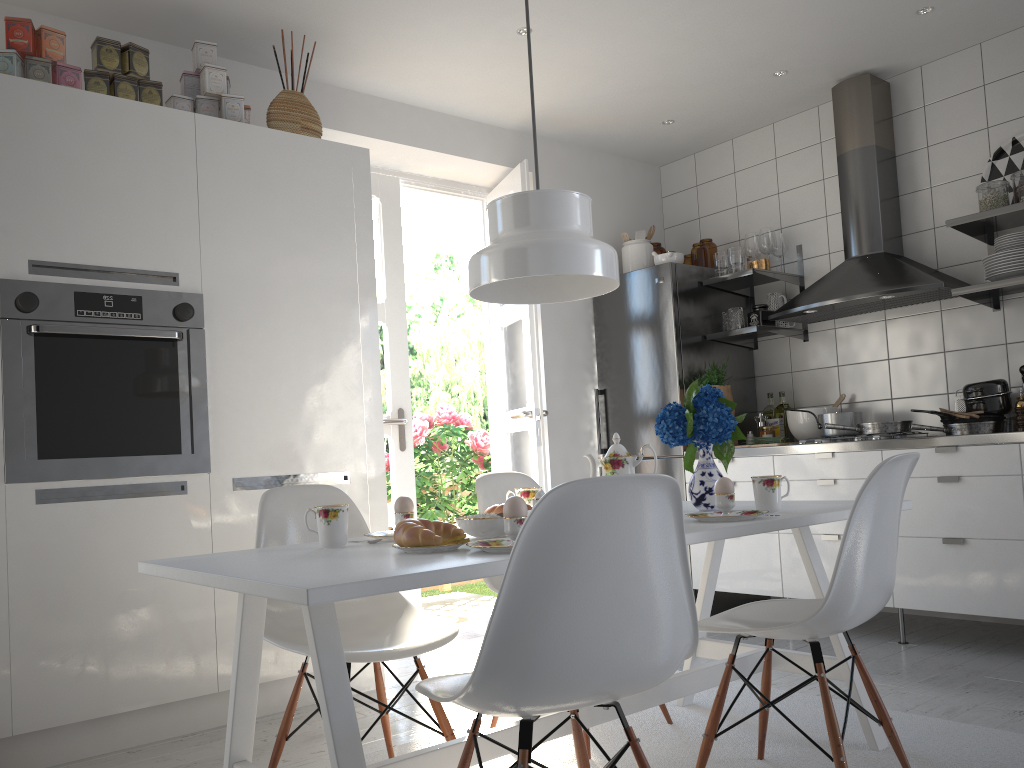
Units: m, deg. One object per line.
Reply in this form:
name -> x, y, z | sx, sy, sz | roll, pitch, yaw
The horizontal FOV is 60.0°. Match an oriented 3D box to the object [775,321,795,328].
object -> 1.414, -0.330, 4.626 | 0.109, 0.100, 0.083 | -7, -5, 40

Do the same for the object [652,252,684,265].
object -> 0.840, -0.656, 4.718 | 0.173, 0.110, 0.159 | 1, -6, -44

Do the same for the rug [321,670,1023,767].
rug -> 0.151, 1.012, 2.134 | 2.309, 0.004, 1.430 | 1, -7, -39

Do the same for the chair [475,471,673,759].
chair -> 0.160, 0.664, 2.751 | 0.543, 0.799, 0.465 | -7, -5, 45

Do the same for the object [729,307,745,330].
object -> 1.151, -0.332, 4.547 | 0.086, 0.119, 0.086 | 0, -5, -43

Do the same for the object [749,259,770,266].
object -> 1.262, -0.606, 4.521 | 0.099, 0.048, 0.100 | -2, -5, -16

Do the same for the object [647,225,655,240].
object -> 0.749, -0.730, 4.916 | 0.131, 0.295, 0.056 | -5, -3, 30

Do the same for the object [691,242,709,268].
object -> 1.017, -0.681, 4.795 | 0.093, 0.153, 0.093 | -2, -4, -17

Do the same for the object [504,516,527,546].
object -> 0.009, 0.286, 1.723 | 0.048, 0.057, 0.048 | -3, -4, 1

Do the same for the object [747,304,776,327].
object -> 1.270, -0.343, 4.518 | 0.100, 0.122, 0.100 | -1, -4, -29

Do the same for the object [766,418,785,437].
object -> 1.371, 0.252, 4.606 | 0.044, 0.140, 0.077 | -1, -4, -39

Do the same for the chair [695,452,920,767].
chair -> 0.690, 0.574, 2.081 | 0.543, 0.799, 0.465 | -6, -4, 40

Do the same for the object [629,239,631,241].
object -> 0.675, -0.702, 4.938 | 0.061, 0.250, 0.117 | -3, -3, -10

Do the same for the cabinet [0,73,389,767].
cabinet -> -1.195, 0.136, 3.199 | 1.377, 2.092, 0.514 | 0, -4, -39

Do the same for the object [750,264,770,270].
object -> 1.265, -0.584, 4.519 | 0.100, 0.036, 0.100 | -2, -5, -20

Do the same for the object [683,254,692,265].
object -> 0.994, -0.653, 4.945 | 0.093, 0.127, 0.093 | -2, -4, -18

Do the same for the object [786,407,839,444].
object -> 1.508, 0.213, 4.434 | 0.247, 0.175, 0.248 | -3, -4, 1

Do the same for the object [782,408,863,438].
object -> 1.486, 0.177, 4.211 | 0.348, 0.153, 0.200 | -3, -4, 0

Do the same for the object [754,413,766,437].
object -> 1.292, 0.239, 4.593 | 0.059, 0.172, 0.059 | -4, -3, 10

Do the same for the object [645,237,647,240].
object -> 0.747, -0.706, 4.923 | 0.050, 0.246, 0.114 | -4, -3, 15

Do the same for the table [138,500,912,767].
table -> 0.167, 0.683, 2.178 | 1.825, 0.659, 0.816 | 1, -6, -39

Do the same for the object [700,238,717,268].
object -> 1.076, -0.698, 4.884 | 0.097, 0.194, 0.097 | -1, -4, -40

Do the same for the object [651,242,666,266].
object -> 0.822, -0.685, 5.082 | 0.117, 0.236, 0.118 | -3, -3, -14

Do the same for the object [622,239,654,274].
object -> 0.700, -0.680, 4.916 | 0.174, 0.208, 0.174 | 0, -5, -44

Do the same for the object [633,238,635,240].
object -> 0.723, -0.703, 4.947 | 0.033, 0.249, 0.118 | -1, -4, -39

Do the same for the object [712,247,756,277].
object -> 1.156, -0.620, 4.616 | 0.190, 0.134, 0.228 | -7, -6, 41

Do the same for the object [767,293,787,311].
object -> 1.385, -0.426, 4.655 | 0.083, 0.100, 0.109 | -3, -4, -5

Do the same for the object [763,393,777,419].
object -> 1.375, 0.188, 4.687 | 0.066, 0.282, 0.066 | 0, -4, -44

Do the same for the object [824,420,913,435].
object -> 1.584, 0.192, 3.922 | 0.352, 0.060, 0.232 | -6, -6, 29

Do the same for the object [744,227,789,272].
object -> 1.345, -0.679, 4.689 | 0.205, 0.244, 0.193 | 0, -5, -41

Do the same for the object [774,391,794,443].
object -> 1.423, 0.179, 4.621 | 0.082, 0.281, 0.090 | -1, -4, -39

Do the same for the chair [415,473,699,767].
chair -> 0.084, 0.566, 1.593 | 0.465, 0.799, 0.544 | -2, -4, -25

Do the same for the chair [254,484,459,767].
chair -> -0.412, 0.656, 2.281 | 0.465, 0.799, 0.544 | 0, -5, -40

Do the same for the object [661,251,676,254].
object -> 0.884, -0.658, 4.967 | 0.113, 0.154, 0.113 | -3, -4, -11

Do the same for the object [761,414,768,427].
object -> 1.319, 0.243, 4.653 | 0.059, 0.172, 0.059 | -4, -3, 10

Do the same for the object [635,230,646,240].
object -> 0.704, -0.725, 4.925 | 0.064, 0.289, 0.141 | -5, -4, 24

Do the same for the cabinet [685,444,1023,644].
cabinet -> 2.155, 0.610, 3.376 | 0.662, 0.793, 3.246 | 0, -6, -39

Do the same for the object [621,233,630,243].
object -> 0.652, -0.707, 4.929 | 0.054, 0.262, 0.149 | -5, -4, 25

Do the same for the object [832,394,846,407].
object -> 1.559, 0.169, 4.417 | 0.222, 0.232, 0.080 | -4, -3, 11

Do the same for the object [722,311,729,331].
object -> 1.142, -0.322, 4.646 | 0.086, 0.119, 0.086 | -1, -4, -29

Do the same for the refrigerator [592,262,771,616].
refrigerator -> 0.906, 0.310, 4.862 | 0.694, 1.797, 0.577 | -1, -4, -39
